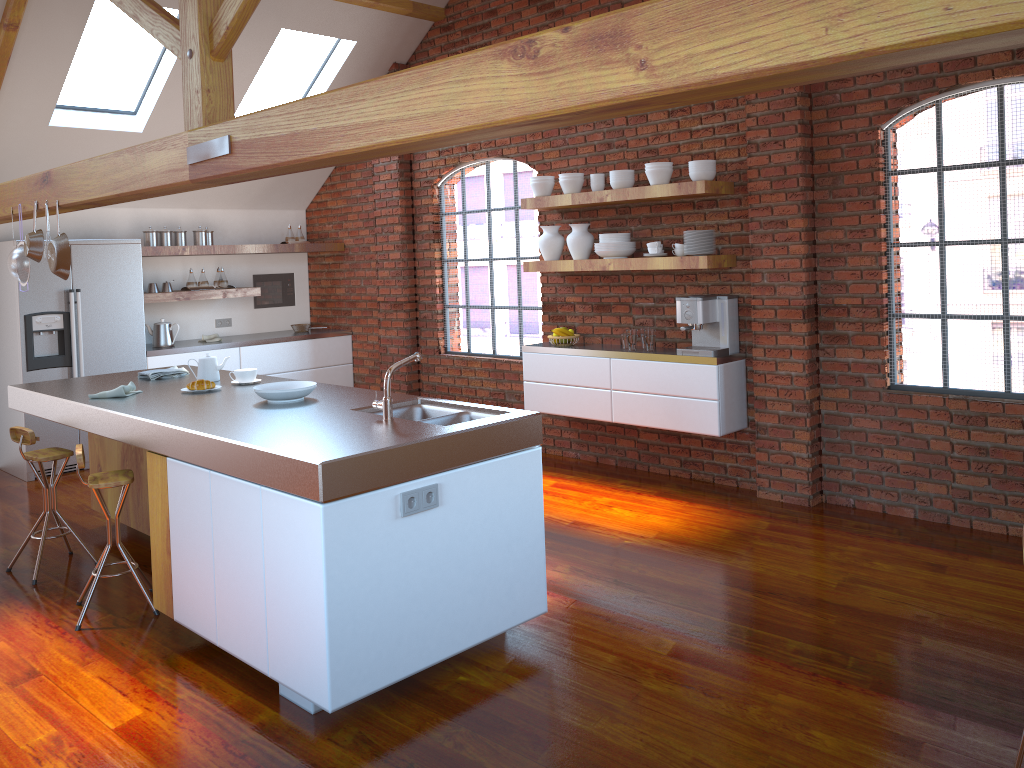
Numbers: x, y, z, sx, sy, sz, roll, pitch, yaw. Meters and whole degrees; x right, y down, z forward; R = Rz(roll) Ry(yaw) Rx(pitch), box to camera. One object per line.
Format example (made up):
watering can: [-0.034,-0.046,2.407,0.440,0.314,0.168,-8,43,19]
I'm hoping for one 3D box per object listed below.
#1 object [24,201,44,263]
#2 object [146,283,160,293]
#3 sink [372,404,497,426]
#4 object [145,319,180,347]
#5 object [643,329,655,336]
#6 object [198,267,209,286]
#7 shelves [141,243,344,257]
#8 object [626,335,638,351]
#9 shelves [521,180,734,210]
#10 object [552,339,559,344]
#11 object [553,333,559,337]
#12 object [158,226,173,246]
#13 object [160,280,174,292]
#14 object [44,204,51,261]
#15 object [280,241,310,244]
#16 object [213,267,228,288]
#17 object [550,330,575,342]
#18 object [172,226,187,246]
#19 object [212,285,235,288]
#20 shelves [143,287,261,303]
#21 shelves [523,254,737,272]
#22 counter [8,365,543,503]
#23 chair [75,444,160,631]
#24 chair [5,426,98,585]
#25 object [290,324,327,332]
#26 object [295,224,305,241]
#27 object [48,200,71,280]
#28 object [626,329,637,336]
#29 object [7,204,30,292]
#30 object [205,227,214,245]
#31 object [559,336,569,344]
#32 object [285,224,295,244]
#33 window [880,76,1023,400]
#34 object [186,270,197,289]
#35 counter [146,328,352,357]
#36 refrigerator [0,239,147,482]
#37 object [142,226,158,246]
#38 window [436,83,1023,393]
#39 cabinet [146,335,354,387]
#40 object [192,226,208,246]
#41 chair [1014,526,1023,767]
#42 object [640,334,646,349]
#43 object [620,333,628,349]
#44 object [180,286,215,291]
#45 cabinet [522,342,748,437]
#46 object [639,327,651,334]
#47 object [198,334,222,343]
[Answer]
object: [-2.778,-0.881,5.098,0.086,0.358,0.194,-3,3,-41]
object: [-3.031,-0.812,7.427,0.106,0.081,0.107,-4,6,-16]
sink: [-0.316,0.233,3.603,0.614,0.198,0.411,5,10,44]
object: [-2.972,-0.435,7.469,0.302,0.237,0.181,-4,4,-14]
object: [0.898,-0.303,5.741,0.078,0.103,0.078,-5,4,-33]
object: [-2.725,-0.932,7.764,0.093,0.191,0.093,-2,2,-2]
shelves: [-2.547,-1.222,8.030,0.656,0.076,1.991,6,11,44]
object: [0.793,-0.271,5.816,0.078,0.103,0.078,-3,4,-15]
shelves: [0.729,-1.264,5.938,1.539,0.076,0.339,6,11,44]
object: [0.315,-0.307,6.321,0.046,0.046,0.056,-3,5,-12]
object: [0.320,-0.356,6.329,0.045,0.053,0.052,1,5,33]
object: [-2.967,-1.261,7.525,0.128,0.177,0.128,1,5,40]
object: [-2.948,-0.837,7.511,0.106,0.099,0.107,-2,5,-3]
object: [-2.627,-0.856,4.984,0.046,0.331,0.045,-3,1,-20]
object: [-2.076,-1.351,8.424,0.195,0.033,0.225,5,11,43]
object: [-2.621,-0.958,7.913,0.094,0.192,0.203,-4,5,-36]
object: [0.365,-0.341,6.276,0.176,0.094,0.064,-3,3,-8]
object: [-2.887,-1.280,7.640,0.128,0.177,0.128,1,5,40]
object: [-2.617,-0.875,7.914,0.196,0.033,0.224,-8,10,-35]
shelves: [-2.852,-0.782,7.713,0.656,0.076,1.073,6,11,44]
shelves: [0.746,-0.812,5.946,1.539,0.076,0.339,6,11,44]
counter: [-1.352,0.124,4.194,3.150,0.129,1.031,6,11,44]
chair: [-1.788,0.639,3.947,0.339,0.748,0.339,-3,3,-25]
chair: [-2.379,0.576,4.532,0.338,0.748,0.340,0,3,40]
object: [-1.970,-0.536,8.468,0.348,0.074,0.196,2,8,25]
object: [-2.043,-1.441,8.463,0.093,0.191,0.093,-2,2,-2]
object: [-2.514,-0.793,4.862,0.069,0.442,0.265,-3,3,-40]
object: [0.792,-0.310,5.815,0.078,0.103,0.078,-3,4,-15]
object: [-2.964,-0.810,5.246,0.273,0.527,0.085,0,3,45]
object: [-2.730,-1.319,7.867,0.128,0.177,0.128,1,5,40]
object: [0.373,-0.324,6.313,0.077,0.065,0.076,-3,5,-12]
object: [-2.116,-1.428,8.383,0.093,0.190,0.093,-4,3,-33]
window: [2.539,-0.741,4.515,1.270,1.665,0.084,2,3,45]
object: [-2.799,-0.919,7.685,0.093,0.190,0.093,-4,3,-33]
counter: [-2.493,-0.395,8.028,0.716,0.044,1.997,6,11,44]
refrigerator: [-3.491,-0.248,6.972,0.781,1.767,0.916,0,3,45]
object: [-3.044,-1.242,7.413,0.128,0.177,0.128,1,5,40]
window: [3.787,-0.861,6.507,17.432,9.876,3.649,2,4,35]
cabinet: [-2.478,0.035,8.037,0.712,0.814,1.997,2,8,44]
object: [-2.720,-1.291,7.672,0.128,0.177,0.128,1,5,40]
chair: [1.522,0.751,2.279,0.411,0.756,0.441,0,4,40]
object: [0.894,-0.285,5.882,0.078,0.103,0.078,-3,4,-15]
object: [0.772,-0.288,5.943,0.077,0.103,0.078,-1,4,15]
object: [-2.759,-0.842,7.725,0.195,0.033,0.225,5,11,43]
cabinet: [0.776,-0.003,5.962,1.625,0.473,0.339,5,8,45]
object: [0.892,-0.323,5.881,0.078,0.103,0.078,-3,4,-15]
object: [-2.682,-0.409,7.802,0.204,0.061,0.197,-5,8,-23]
